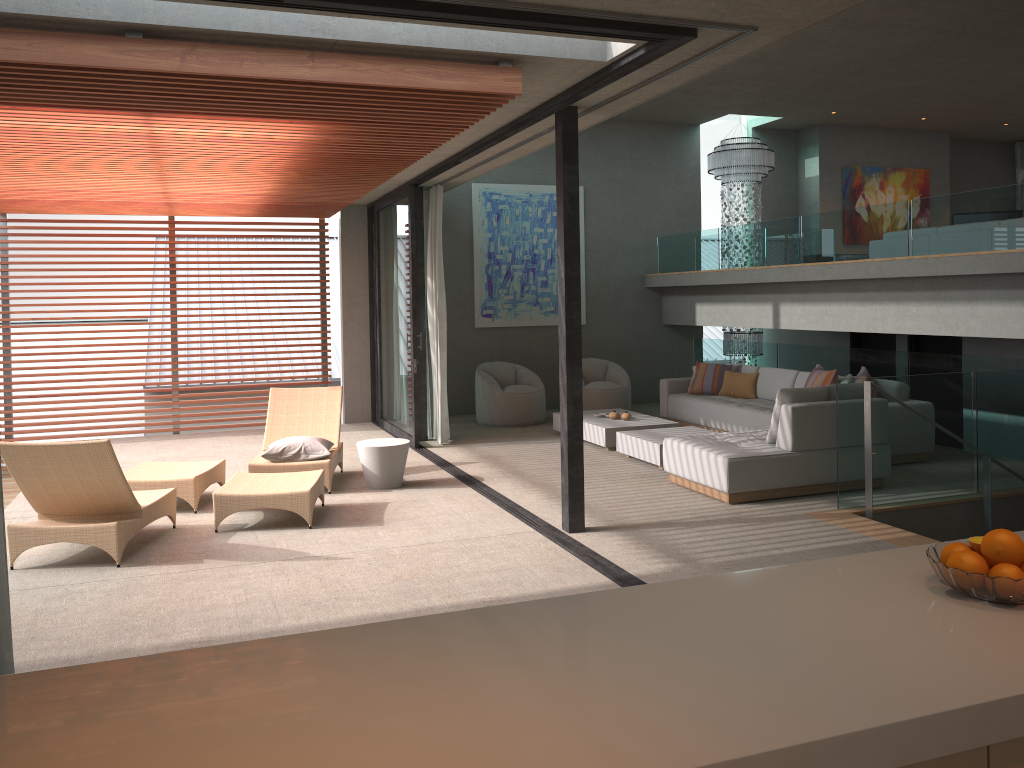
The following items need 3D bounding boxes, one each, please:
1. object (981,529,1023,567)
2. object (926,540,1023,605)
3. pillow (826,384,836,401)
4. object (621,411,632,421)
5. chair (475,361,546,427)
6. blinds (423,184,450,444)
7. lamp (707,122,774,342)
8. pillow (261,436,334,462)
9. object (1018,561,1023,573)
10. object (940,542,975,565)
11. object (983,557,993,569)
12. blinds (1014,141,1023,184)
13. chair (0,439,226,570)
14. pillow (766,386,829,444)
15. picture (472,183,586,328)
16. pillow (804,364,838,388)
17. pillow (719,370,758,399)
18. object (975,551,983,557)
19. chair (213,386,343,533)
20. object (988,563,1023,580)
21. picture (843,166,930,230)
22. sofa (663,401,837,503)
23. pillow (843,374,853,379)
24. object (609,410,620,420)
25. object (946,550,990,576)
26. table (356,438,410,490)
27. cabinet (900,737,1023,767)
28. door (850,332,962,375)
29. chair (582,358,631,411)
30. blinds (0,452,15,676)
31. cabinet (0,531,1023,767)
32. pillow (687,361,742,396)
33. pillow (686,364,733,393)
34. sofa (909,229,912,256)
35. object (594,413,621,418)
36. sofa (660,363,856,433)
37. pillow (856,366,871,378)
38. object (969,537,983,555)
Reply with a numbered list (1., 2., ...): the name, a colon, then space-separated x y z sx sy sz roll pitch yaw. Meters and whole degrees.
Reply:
1. object: 1.161 0.390 2.089 0.095 0.094 0.094 -1 3 0
2. object: 1.170 0.459 2.123 0.315 0.082 0.316 -3 5 -20
3. pillow: 2.815 0.226 7.470 0.492 0.497 0.238 -2 2 -19
4. object: 1.278 0.354 9.882 0.119 0.106 0.120 0 3 15
5. chair: -0.020 0.116 11.662 0.922 0.786 0.923 -2 4 -16
6. blinds: -1.163 -0.886 11.055 0.223 2.919 2.430 -1 3 -20
7. lamp: 3.548 -2.206 13.646 1.001 3.934 1.000 -2 1 -40
8. pillow: -1.895 0.570 7.851 0.595 0.194 0.596 -2 5 -8
9. object: 1.224 0.450 2.057 0.086 0.087 0.087 1 4 31
10. object: 1.109 0.437 2.191 0.087 0.087 0.087 -3 4 -29
11. object: 1.166 0.451 2.140 0.070 0.071 0.071 0 3 19
12. blinds: 9.728 -2.835 14.209 0.223 2.723 3.858 -1 4 -20
13. chair: -2.833 0.653 6.562 0.700 0.825 2.303 -1 5 -1
14. pillow: 2.361 0.260 7.310 0.492 0.483 0.266 -2 2 -19
15. picture: 0.265 -1.867 12.838 1.721 2.047 0.030 -2 1 -20
16. pillow: 3.191 0.067 9.219 0.311 0.493 0.739 -1 4 3
17. pillow: 2.758 0.010 10.699 0.463 0.324 0.226 2 3 33
18. object: 1.191 0.438 2.209 0.081 0.081 0.081 -1 3 9
19. chair: -1.902 0.545 7.512 0.700 0.825 2.303 -1 5 -5
20. object: 1.142 0.455 2.039 0.081 0.081 0.081 -3 3 -26
21. picture: 6.118 -2.898 14.398 1.752 1.249 0.030 -2 1 -20
22. sofa: 2.225 0.483 7.521 1.597 0.732 1.015 -3 4 -20
23. pillow: 3.326 0.119 8.925 0.239 0.404 0.596 0 4 23
24. object: 1.156 0.347 9.978 0.119 0.106 0.120 -2 3 -15
25. object: 1.084 0.444 2.102 0.094 0.094 0.094 -3 4 -31
26. table: -1.143 0.714 7.878 0.476 0.392 0.475 -4 4 -38
27. cabinet: 0.075 0.306 0.342 7.476 2.564 1.969 -3 3 -20
28. door: 1.649 0.415 4.591 5.778 4.466 15.366 2 6 42
29. chair: 1.150 0.064 11.984 0.922 0.786 0.923 -1 3 4
30. blinds: -2.258 -0.103 3.129 0.886 2.930 0.229 -1 1 -23
31. cabinet: 0.024 1.011 1.693 4.124 0.898 0.802 -3 3 -20
32. pillow: 2.524 -0.060 10.983 0.655 0.441 0.341 1 3 24
33. pillow: 2.515 -0.037 11.180 0.618 0.420 0.312 0 3 17
34. sofa: 5.647 -1.463 10.420 0.975 0.862 3.257 -2 5 -20
35. object: 1.143 0.368 10.111 0.437 0.039 0.155 2 6 26
36. sofa: 2.947 0.236 9.855 1.050 0.751 3.470 -2 5 -20
37. pillow: 3.415 0.106 8.641 0.279 0.503 0.699 0 4 23
38. object: 1.214 0.434 2.161 0.173 0.100 0.097 1 4 25
